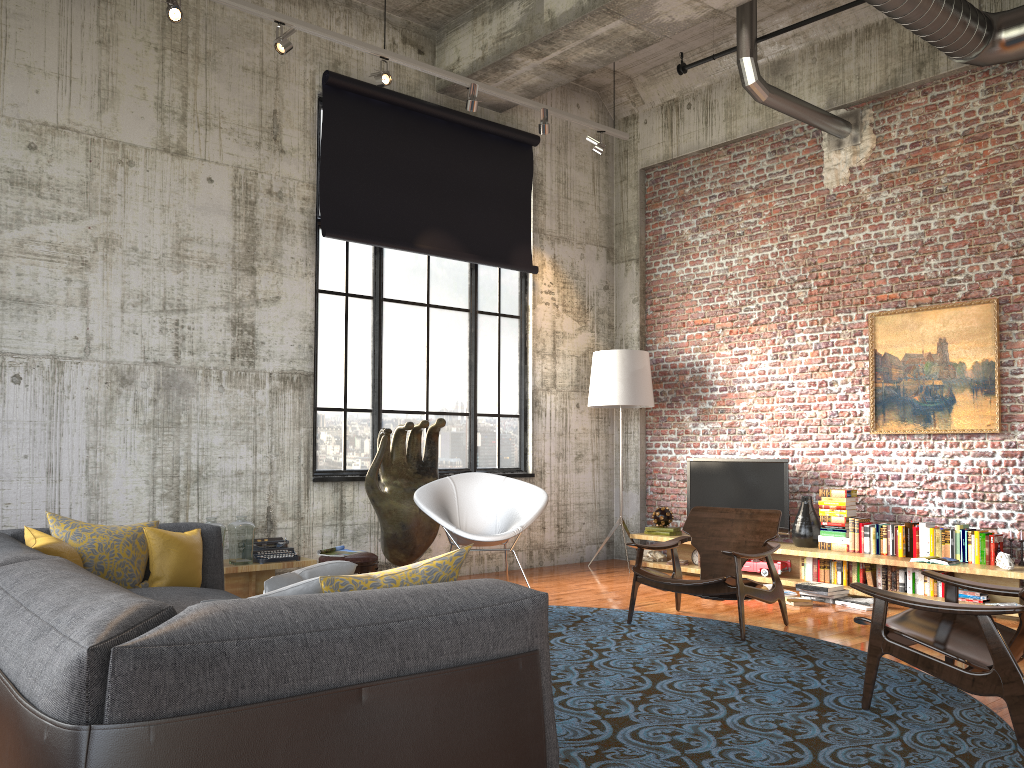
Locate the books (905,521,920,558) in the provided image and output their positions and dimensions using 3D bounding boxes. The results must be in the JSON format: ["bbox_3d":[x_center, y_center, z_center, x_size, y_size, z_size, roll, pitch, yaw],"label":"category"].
[{"bbox_3d":[3.314,1.280,7.299,0.198,0.284,0.066,3,-4,-41],"label":"books"}]

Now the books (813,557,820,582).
[{"bbox_3d":[2.696,1.603,7.770,0.153,0.251,0.046,3,-3,-40],"label":"books"}]

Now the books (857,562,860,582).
[{"bbox_3d":[2.957,1.597,7.460,0.159,0.219,0.030,3,-4,-40],"label":"books"}]

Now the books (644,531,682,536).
[{"bbox_3d":[1.560,1.532,9.142,0.302,0.037,0.243,-4,-6,42],"label":"books"}]

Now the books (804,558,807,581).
[{"bbox_3d":[2.632,1.636,7.837,0.140,0.193,0.023,3,-4,-40],"label":"books"}]

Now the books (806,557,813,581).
[{"bbox_3d":[2.665,1.608,7.812,0.171,0.246,0.057,3,-4,-40],"label":"books"}]

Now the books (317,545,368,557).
[{"bbox_3d":[-1.209,1.193,6.326,0.229,0.043,0.301,-2,-5,24],"label":"books"}]

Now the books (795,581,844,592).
[{"bbox_3d":[2.509,1.654,7.228,0.236,0.035,0.297,4,-5,-38],"label":"books"}]

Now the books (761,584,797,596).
[{"bbox_3d":[2.161,1.750,7.543,0.300,0.049,0.423,2,-5,-25],"label":"books"}]

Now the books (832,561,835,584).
[{"bbox_3d":[2.801,1.622,7.634,0.140,0.193,0.024,3,-4,-40],"label":"books"}]

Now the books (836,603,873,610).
[{"bbox_3d":[2.747,1.738,6.968,0.232,0.017,0.313,2,-5,-25],"label":"books"}]

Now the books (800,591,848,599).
[{"bbox_3d":[2.555,1.714,7.264,0.237,0.028,0.300,4,-6,-42],"label":"books"}]

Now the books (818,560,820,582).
[{"bbox_3d":[2.719,1.630,7.741,0.140,0.193,0.024,3,-4,-40],"label":"books"}]

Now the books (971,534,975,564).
[{"bbox_3d":[3.630,1.283,6.911,0.161,0.223,0.027,3,-4,-41],"label":"books"}]

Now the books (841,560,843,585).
[{"bbox_3d":[2.871,1.606,7.585,0.159,0.219,0.030,3,-4,-40],"label":"books"}]

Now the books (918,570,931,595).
[{"bbox_3d":[3.295,1.584,7.075,0.129,0.185,0.043,3,-4,-40],"label":"books"}]

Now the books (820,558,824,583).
[{"bbox_3d":[2.736,1.621,7.715,0.151,0.208,0.039,3,-4,-40],"label":"books"}]

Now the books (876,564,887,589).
[{"bbox_3d":[3.081,1.589,7.346,0.149,0.214,0.049,3,-4,-40],"label":"books"}]

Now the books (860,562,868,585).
[{"bbox_3d":[2.969,1.595,7.431,0.159,0.219,0.030,3,-4,-40],"label":"books"}]

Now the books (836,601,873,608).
[{"bbox_3d":[2.745,1.721,6.973,0.232,0.017,0.307,4,-6,-42],"label":"books"}]

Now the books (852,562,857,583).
[{"bbox_3d":[2.930,1.604,7.482,0.151,0.208,0.039,3,-4,-40],"label":"books"}]

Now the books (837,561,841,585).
[{"bbox_3d":[2.841,1.616,7.601,0.146,0.200,0.032,3,-4,-40],"label":"books"}]

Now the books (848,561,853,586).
[{"bbox_3d":[2.916,1.599,7.531,0.156,0.225,0.052,3,-4,-40],"label":"books"}]

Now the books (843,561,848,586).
[{"bbox_3d":[2.875,1.603,7.550,0.159,0.219,0.030,3,-4,-40],"label":"books"}]

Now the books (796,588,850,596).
[{"bbox_3d":[2.536,1.684,7.235,0.262,0.028,0.320,3,-5,-30],"label":"books"}]

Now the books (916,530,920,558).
[{"bbox_3d":[3.346,1.306,7.233,0.161,0.223,0.026,3,-4,-41],"label":"books"}]

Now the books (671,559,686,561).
[{"bbox_3d":[1.667,1.762,8.864,0.113,0.016,0.114,1,-4,-16],"label":"books"}]

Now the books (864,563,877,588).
[{"bbox_3d":[3.012,1.576,7.397,0.153,0.255,0.088,3,-4,-40],"label":"books"}]

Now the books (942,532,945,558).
[{"bbox_3d":[3.482,1.295,7.082,0.161,0.223,0.027,3,-4,-41],"label":"books"}]

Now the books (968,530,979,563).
[{"bbox_3d":[3.612,1.271,6.931,0.160,0.250,0.026,3,-4,-41],"label":"books"}]

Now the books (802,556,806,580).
[{"bbox_3d":[2.614,1.626,7.852,0.139,0.217,0.022,3,-3,-40],"label":"books"}]

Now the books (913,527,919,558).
[{"bbox_3d":[3.332,1.294,7.254,0.160,0.250,0.026,3,-4,-41],"label":"books"}]

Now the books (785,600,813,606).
[{"bbox_3d":[2.278,1.737,7.053,0.182,0.030,0.129,2,-4,-18],"label":"books"}]

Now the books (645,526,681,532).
[{"bbox_3d":[1.560,1.495,9.143,0.302,0.037,0.243,-2,-5,29],"label":"books"}]

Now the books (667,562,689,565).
[{"bbox_3d":[1.661,1.800,8.881,0.211,0.020,0.163,-1,-4,17],"label":"books"}]

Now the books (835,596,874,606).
[{"bbox_3d":[2.753,1.706,6.977,0.250,0.014,0.311,3,-5,-34],"label":"books"}]

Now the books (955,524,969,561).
[{"bbox_3d":[3.558,1.256,7.004,0.176,0.290,0.036,3,-4,-41],"label":"books"}]

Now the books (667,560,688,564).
[{"bbox_3d":[1.662,1.780,8.873,0.166,0.021,0.211,-2,-5,25],"label":"books"}]

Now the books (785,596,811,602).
[{"bbox_3d":[2.275,1.711,7.057,0.189,0.022,0.134,-1,-4,11],"label":"books"}]

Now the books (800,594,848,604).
[{"bbox_3d":[2.568,1.748,7.260,0.237,0.040,0.320,4,-5,-38],"label":"books"}]

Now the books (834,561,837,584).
[{"bbox_3d":[2.817,1.621,7.617,0.140,0.193,0.023,3,-4,-40],"label":"books"}]

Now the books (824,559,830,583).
[{"bbox_3d":[2.767,1.616,7.683,0.148,0.213,0.049,3,-4,-40],"label":"books"}]

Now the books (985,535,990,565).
[{"bbox_3d":[3.695,1.278,6.830,0.161,0.223,0.026,3,-4,-41],"label":"books"}]

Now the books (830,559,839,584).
[{"bbox_3d":[2.791,1.612,7.656,0.139,0.217,0.022,3,-3,-40],"label":"books"}]

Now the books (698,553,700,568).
[{"bbox_3d":[1.944,1.683,8.606,0.174,0.218,0.232,3,-4,-40],"label":"books"}]

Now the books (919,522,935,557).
[{"bbox_3d":[3.379,1.271,7.210,0.176,0.290,0.053,3,-4,-41],"label":"books"}]

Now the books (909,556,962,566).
[{"bbox_3d":[3.298,1.374,6.909,0.214,0.040,0.317,4,-6,-40],"label":"books"}]
